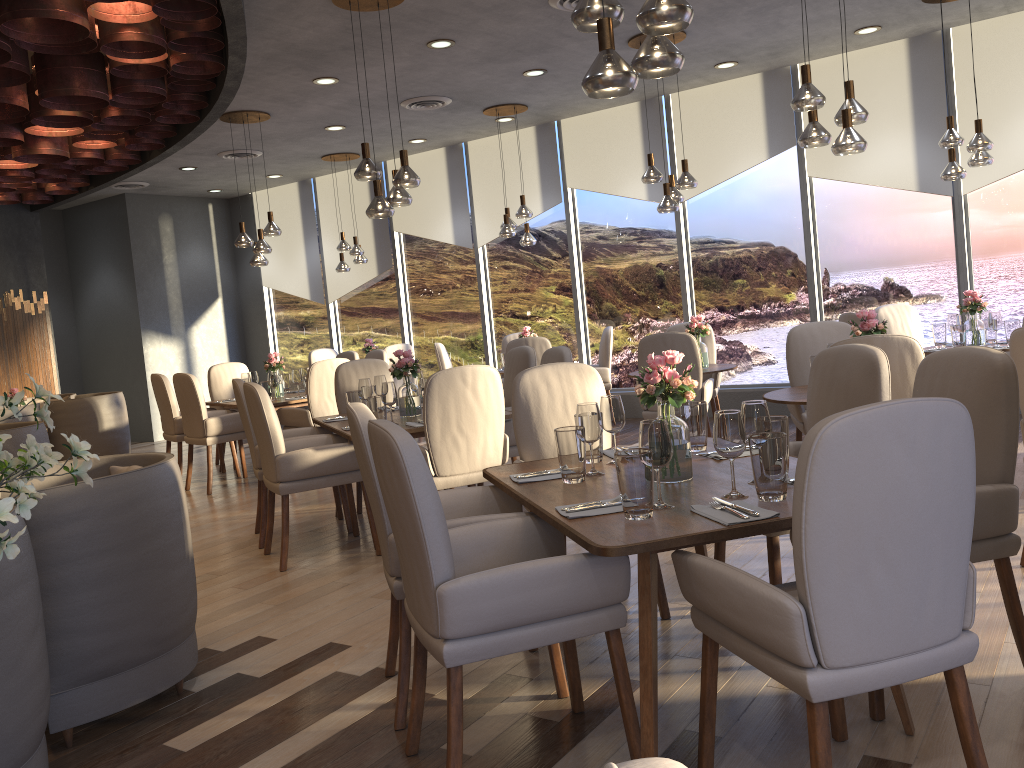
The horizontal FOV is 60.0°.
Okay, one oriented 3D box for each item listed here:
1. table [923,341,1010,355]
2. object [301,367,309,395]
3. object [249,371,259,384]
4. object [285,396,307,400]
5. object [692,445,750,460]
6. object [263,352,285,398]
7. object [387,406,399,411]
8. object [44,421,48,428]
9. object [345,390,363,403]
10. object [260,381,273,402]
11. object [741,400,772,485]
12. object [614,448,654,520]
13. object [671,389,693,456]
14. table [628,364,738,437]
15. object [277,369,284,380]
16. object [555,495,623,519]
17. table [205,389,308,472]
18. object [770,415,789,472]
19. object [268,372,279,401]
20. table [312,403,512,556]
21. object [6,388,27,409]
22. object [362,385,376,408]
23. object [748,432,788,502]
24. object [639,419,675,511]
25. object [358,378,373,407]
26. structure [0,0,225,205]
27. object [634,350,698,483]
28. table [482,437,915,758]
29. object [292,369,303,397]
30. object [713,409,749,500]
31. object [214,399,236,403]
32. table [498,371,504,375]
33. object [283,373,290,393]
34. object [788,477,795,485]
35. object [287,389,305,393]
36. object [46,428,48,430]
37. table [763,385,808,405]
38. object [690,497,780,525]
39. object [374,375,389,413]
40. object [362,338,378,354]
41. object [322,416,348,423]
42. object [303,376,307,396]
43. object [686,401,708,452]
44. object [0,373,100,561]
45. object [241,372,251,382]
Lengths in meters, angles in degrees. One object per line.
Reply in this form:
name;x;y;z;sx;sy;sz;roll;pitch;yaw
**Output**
table;3.391;0.059;6.423;0.833;0.661;0.836;-4;4;21
object;-1.851;-0.026;7.989;0.092;0.244;0.092;-7;3;-20
object;-2.416;0.002;8.304;0.092;0.244;0.092;-8;4;-34
object;-1.853;0.117;7.639;0.158;0.019;0.255;-10;6;-41
object;0.769;0.240;3.145;0.255;0.019;0.157;-7;5;-13
object;-2.146;-0.084;8.039;0.210;0.415;0.198;-9;4;-43
object;-0.793;0.160;5.899;0.157;0.019;0.255;-7;5;-20
object;-4.330;0.326;8.291;0.102;0.178;0.102;-6;3;-11
object;-0.966;0.134;5.454;0.102;0.178;0.102;-6;3;-5
object;-2.084;0.066;7.560;0.102;0.178;0.102;-5;3;8
object;0.731;0.173;2.641;0.092;0.244;0.092;-5;3;12
object;0.331;0.268;2.363;0.102;0.178;0.102;-5;3;15
object;0.604;0.139;3.199;0.092;0.244;0.092;-3;4;35
table;1.349;0.218;6.878;0.834;0.661;0.835;-6;4;-5
object;-2.213;-0.028;8.434;0.092;0.244;0.092;-4;3;25
object;0.257;0.343;2.513;0.255;0.019;0.157;-6;5;-12
table;-2.099;0.448;8.081;0.967;0.664;1.306;-9;5;-38
object;0.804;0.192;2.726;0.102;0.178;0.102;-6;3;-7
object;-2.060;0.022;7.664;0.092;0.244;0.092;-8;4;-35
table;-0.607;0.525;5.439;0.966;0.664;1.308;-7;5;-22
object;-4.539;0.241;8.122;0.198;0.415;0.210;-8;4;-33
object;-0.932;0.102;5.794;0.102;0.178;0.102;-6;3;-14
object;0.704;0.227;2.420;0.102;0.178;0.102;-7;4;-19
object;0.399;0.221;2.443;0.092;0.244;0.092;-4;4;30
object;-0.912;0.088;5.545;0.092;0.244;0.092;-4;4;27
structure;-3.236;-1.959;5.333;2.759;0.556;9.457;-8;5;-25
object;0.492;0.100;2.801;0.210;0.415;0.198;-5;3;12
table;0.536;0.631;2.854;0.965;0.664;1.308;-7;5;-14
object;-1.886;-0.006;7.798;0.092;0.244;0.092;-8;4;-39
object;0.614;0.197;2.485;0.092;0.244;0.092;-8;4;-35
object;-2.581;0.149;8.100;0.255;0.019;0.157;-9;6;-38
table;0.205;0.171;8.762;0.833;0.661;0.836;-3;5;34
object;-2.184;-0.007;8.542;0.102;0.178;0.102;-8;4;-33
object;0.896;0.275;2.586;0.255;0.019;0.157;-7;5;-13
object;-2.037;0.067;8.455;0.255;0.019;0.157;-9;6;-39
object;-4.253;0.411;8.144;0.255;0.019;0.158;-6;5;-7
table;1.773;0.363;4.651;0.833;0.661;0.836;-5;4;9
object;0.572;0.327;2.334;0.157;0.019;0.255;-7;5;-15
object;-0.844;0.066;5.732;0.092;0.244;0.092;-8;4;-40
object;-1.665;-0.331;10.436;0.198;0.415;0.210;-8;4;-33
object;-1.062;0.212;5.588;0.255;0.019;0.157;-7;5;-21
object;-1.777;0.018;7.778;0.102;0.178;0.102;-8;4;-35
object;0.677;0.157;3.284;0.102;0.178;0.102;-6;3;-7
object;-1.235;0.414;1.774;0.788;1.614;0.748;-3;4;41
object;-2.427;0.020;8.105;0.092;0.244;0.092;-5;3;4
